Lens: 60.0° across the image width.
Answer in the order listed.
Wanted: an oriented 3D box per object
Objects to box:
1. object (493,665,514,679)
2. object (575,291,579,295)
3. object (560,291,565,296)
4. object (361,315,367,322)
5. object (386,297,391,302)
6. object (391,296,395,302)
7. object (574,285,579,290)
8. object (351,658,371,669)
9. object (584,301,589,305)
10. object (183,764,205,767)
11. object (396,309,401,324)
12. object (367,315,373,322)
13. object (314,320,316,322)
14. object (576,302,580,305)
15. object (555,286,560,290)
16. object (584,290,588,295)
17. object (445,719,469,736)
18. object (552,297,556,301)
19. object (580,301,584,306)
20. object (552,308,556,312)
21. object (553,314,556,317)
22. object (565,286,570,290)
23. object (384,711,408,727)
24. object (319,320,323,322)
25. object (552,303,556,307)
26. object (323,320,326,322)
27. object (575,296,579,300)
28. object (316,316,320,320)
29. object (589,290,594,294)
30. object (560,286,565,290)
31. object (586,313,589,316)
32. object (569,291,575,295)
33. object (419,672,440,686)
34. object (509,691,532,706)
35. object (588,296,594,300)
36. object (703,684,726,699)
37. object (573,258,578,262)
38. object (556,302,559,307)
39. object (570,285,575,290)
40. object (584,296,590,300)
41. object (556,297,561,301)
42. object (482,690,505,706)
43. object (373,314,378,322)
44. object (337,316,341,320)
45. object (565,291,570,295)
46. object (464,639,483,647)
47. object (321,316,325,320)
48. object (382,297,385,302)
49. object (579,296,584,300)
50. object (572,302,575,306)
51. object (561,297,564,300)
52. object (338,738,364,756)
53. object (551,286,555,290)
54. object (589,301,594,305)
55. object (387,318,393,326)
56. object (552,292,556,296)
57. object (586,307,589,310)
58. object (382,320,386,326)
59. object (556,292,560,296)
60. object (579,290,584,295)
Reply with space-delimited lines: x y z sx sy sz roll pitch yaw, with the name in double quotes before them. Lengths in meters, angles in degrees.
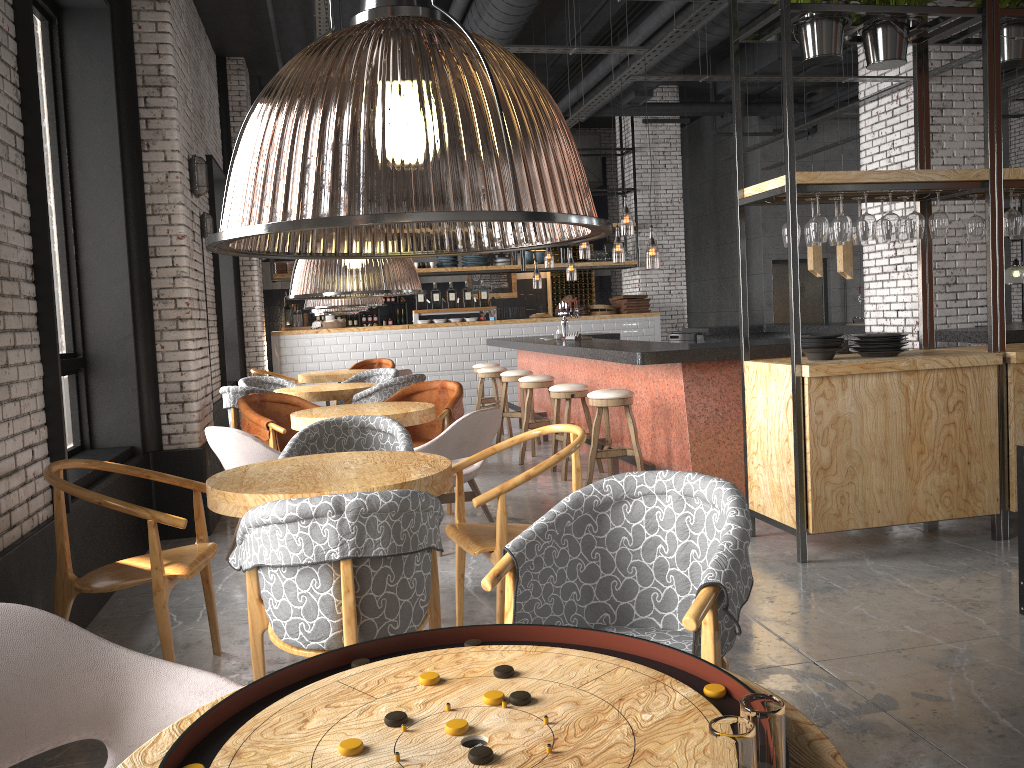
"object" -0.012 0.435 1.341 0.032 0.010 0.032 1 6 39
"object" 1.254 -1.769 17.193 0.079 0.079 0.284 -4 4 -11
"object" 0.983 -1.749 17.108 0.079 0.079 0.284 -4 4 -11
"object" -2.753 -1.217 16.480 0.100 0.139 0.088 -4 4 -11
"object" -2.308 -1.582 16.554 0.081 0.113 0.071 -4 4 -12
"object" -2.227 -1.587 16.570 0.081 0.113 0.071 -4 4 -12
"object" 1.250 -1.874 17.182 0.079 0.079 0.284 -4 4 -11
"object" -0.243 0.452 1.428 0.032 0.010 0.032 1 6 39
"object" 1.450 -1.572 17.237 0.079 0.079 0.281 -4 4 -12
"object" -0.399 0.485 1.105 0.032 0.010 0.032 1 6 39
"object" -2.130 -1.263 16.601 0.079 0.280 0.079 -2 3 7
"object" -2.647 -1.224 16.502 0.100 0.139 0.088 -4 4 -11
"object" -3.596 -1.132 16.284 0.071 0.083 0.071 -3 4 -2
"object" 1.269 -1.559 17.184 0.079 0.079 0.281 -4 4 -12
"object" 0.880 -1.850 17.111 0.079 0.079 0.284 -4 4 -11
"object" 1.440 -1.781 17.226 0.079 0.079 0.284 -4 4 -11
"object" -0.073 0.452 1.167 0.032 0.010 0.032 1 6 39
"object" 0.799 -1.634 17.098 0.079 0.079 0.281 -4 4 -12
"object" 1.357 -1.566 17.223 0.079 0.079 0.281 -4 4 -12
"object" 0.812 -1.424 17.095 0.079 0.079 0.281 -4 4 -12
"object" 0.814 -1.320 17.117 0.079 0.079 0.281 -4 4 -12
"object" 1.073 -1.859 17.107 0.079 0.079 0.284 -4 4 -11
"object" -0.157 0.453 1.200 0.032 0.010 0.032 1 6 39
"object" -3.519 -1.137 16.300 0.071 0.083 0.071 -4 4 -22
"object" 0.809 -1.528 17.081 0.079 0.079 0.281 -4 4 -12
"object" -3.438 -1.142 16.316 0.071 0.083 0.071 -2 4 13
"object" 1.260 -1.664 17.194 0.079 0.079 0.281 -4 4 -12
"object" -3.557 -1.218 16.293 0.071 0.083 0.071 -2 4 13
"object" 1.539 -1.785 17.212 0.079 0.079 0.284 -4 4 -11
"object" 0.973 -1.856 17.125 0.079 0.079 0.284 -4 4 -11
"object" 1.461 -1.362 17.249 0.079 0.079 0.281 -4 4 -12
"object" 1.166 -1.762 17.154 0.079 0.079 0.284 -4 4 -11
"object" -0.124 0.442 1.329 0.032 0.010 0.032 1 6 39
"object" 0.011 0.442 1.245 0.032 0.010 0.032 1 6 39
"object" 1.540 -1.681 17.235 0.079 0.079 0.281 -4 4 -12
"object" 0.290 0.438 1.266 0.032 0.010 0.032 1 6 39
"object" 1.232 -2.395 17.115 0.079 0.079 0.284 -4 4 -11
"object" 0.904 -1.533 17.086 0.079 0.079 0.281 -4 4 -12
"object" 1.165 -1.865 17.130 0.079 0.079 0.284 -4 4 -11
"object" 1.453 -1.674 17.194 0.079 0.079 0.281 -4 4 -12
"object" 0.898 -1.638 17.084 0.079 0.079 0.281 -4 4 -12
"object" -0.026 0.443 1.251 0.032 0.010 0.032 1 6 39
"object" -2.546 -1.230 16.522 0.100 0.139 0.088 -4 4 -11
"object" -3.188 -1.197 16.371 0.076 0.111 0.076 -4 4 -17
"object" 1.074 -1.756 17.135 0.079 0.079 0.284 -4 4 -11
"object" -0.064 0.438 1.490 0.032 0.010 0.032 1 6 39
"object" -3.481 -1.223 16.302 0.071 0.083 0.071 -1 4 28
"object" -2.404 -1.576 16.534 0.081 0.113 0.071 -4 4 -12
"object" 1.356 -1.669 17.197 0.079 0.079 0.281 -4 4 -12
"object" 1.179 -1.552 17.157 0.079 0.079 0.281 -4 4 -12
"object" 0.987 -1.645 17.121 0.079 0.079 0.281 -4 4 -12
"object" -0.205 0.461 1.126 0.032 0.010 0.032 1 6 39
"object" 0.792 -1.843 17.072 0.079 0.079 0.284 -4 4 -11
"object" 1.542 -1.578 17.257 0.079 0.079 0.281 -4 4 -12
"object" -2.277 -1.160 16.582 0.100 0.139 0.088 -4 4 -11
"object" 0.801 -1.737 17.056 0.079 0.079 0.284 -4 4 -11
"object" 1.463 -1.465 17.210 0.079 0.079 0.281 -4 4 -12
"object" -2.382 -1.137 16.539 0.076 0.111 0.076 1 5 43
"object" 0.889 -1.744 17.097 0.079 0.079 0.284 -4 4 -11
"object" 1.351 -1.774 17.192 0.079 0.079 0.284 -4 4 -11
